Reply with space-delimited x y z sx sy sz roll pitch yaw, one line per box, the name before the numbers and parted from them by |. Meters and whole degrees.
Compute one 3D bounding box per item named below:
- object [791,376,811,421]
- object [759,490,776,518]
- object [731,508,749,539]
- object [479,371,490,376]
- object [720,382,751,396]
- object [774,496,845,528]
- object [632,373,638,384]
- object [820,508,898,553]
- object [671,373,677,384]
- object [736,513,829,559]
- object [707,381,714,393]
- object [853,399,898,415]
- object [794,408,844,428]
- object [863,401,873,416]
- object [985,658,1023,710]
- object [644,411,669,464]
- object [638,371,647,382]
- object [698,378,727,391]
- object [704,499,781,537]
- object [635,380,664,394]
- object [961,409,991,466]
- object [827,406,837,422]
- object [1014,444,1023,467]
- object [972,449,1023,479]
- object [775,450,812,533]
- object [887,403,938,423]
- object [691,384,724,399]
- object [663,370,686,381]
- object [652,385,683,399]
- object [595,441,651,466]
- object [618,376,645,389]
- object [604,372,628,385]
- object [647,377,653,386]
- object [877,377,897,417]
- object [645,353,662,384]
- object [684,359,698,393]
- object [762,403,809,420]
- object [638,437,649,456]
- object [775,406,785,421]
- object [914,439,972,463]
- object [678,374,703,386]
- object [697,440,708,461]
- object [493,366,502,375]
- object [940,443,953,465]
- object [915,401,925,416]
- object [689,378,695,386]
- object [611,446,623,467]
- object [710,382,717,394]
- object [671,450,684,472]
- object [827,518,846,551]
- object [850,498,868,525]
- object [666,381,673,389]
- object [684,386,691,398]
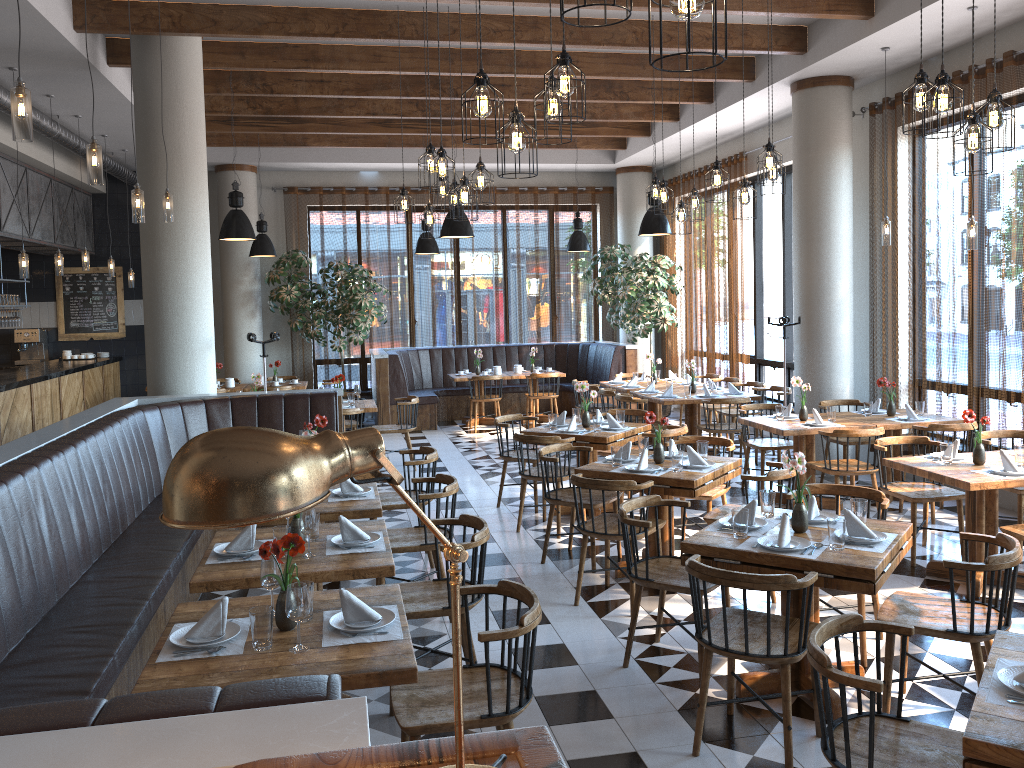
object | 2.557 0.126 7.848 0.146 0.399 0.207 2 5 43
object | 1.299 0.610 4.503 0.080 0.132 0.080 -1 4 4
object | 1.065 0.651 4.131 0.080 0.132 0.080 -1 4 4
object | -0.410 -0.155 13.361 0.176 0.067 0.176 1 6 24
object | 2.533 0.045 10.100 0.272 0.137 0.353 -2 5 -11
object | 1.507 0.610 4.419 0.352 0.137 0.272 2 6 34
object | 1.616 -0.073 11.619 0.080 0.132 0.080 -3 4 -26
object | 1.587 0.643 4.050 0.272 0.137 0.353 2 6 34
object | 2.088 -0.067 11.430 0.080 0.132 0.080 -3 4 -26
object | 1.216 0.660 3.974 0.352 0.137 0.272 2 6 34
object | 2.304 0.034 10.302 0.080 0.132 0.080 -3 4 -26
object | 3.381 0.198 8.258 0.352 0.137 0.272 -2 5 -11
object | 2.619 0.283 7.566 0.352 0.137 0.272 -2 5 -11
object | 3.233 0.225 8.040 0.080 0.132 0.080 -1 4 14
object | 1.505 0.793 2.498 0.272 0.137 0.353 2 6 34
object | 0.975 0.360 6.049 0.171 0.354 0.156 2 5 44
object | 1.763 -0.109 11.930 0.352 0.137 0.272 -2 5 -11
object | 2.422 -0.006 10.662 0.272 0.137 0.353 -2 5 -11
object | 1.136 0.627 4.343 0.272 0.137 0.353 2 6 34
object | 1.633 0.027 10.531 0.272 0.137 0.353 -2 5 -11
object | 2.984 0.340 5.721 0.156 0.354 0.171 -4 4 -32
object | 2.805 0.261 7.773 0.080 0.132 0.080 -3 4 -26
object | 3.231 0.454 5.623 0.080 0.132 0.080 -3 4 -26
object | 3.045 0.477 5.413 0.352 0.137 0.272 -2 5 -11
object | 1.337 0.504 4.197 0.146 0.399 0.207 -1 4 1
object | 3.490 0.245 7.737 0.352 0.137 0.272 -2 5 -11
object | 2.179 0.073 9.897 0.352 0.137 0.272 -2 5 -11
object | 2.175 -0.118 11.912 0.272 0.137 0.353 -2 5 -11
object | 1.744 0.078 9.969 0.272 0.137 0.353 -2 5 -11
object | 0.772 0.463 6.169 0.272 0.137 0.353 2 6 34
object | 1.504 -0.031 11.182 0.272 0.137 0.353 -2 5 -11
object | 1.392 -0.082 11.748 0.272 0.137 0.353 -2 5 -11
object | 1.725 -0.024 11.072 0.080 0.132 0.080 -3 4 -26
object | 3.382 0.113 8.000 0.171 0.354 0.156 -1 3 12
object | 1.844 -0.205 11.535 0.206 0.399 0.146 -2 3 -12
object | 2.075 -0.092 10.282 0.146 0.399 0.207 -2 4 -6
object | 2.509 0.237 8.087 0.352 0.137 0.272 -2 5 -11
object | 0.938 0.446 6.325 0.080 0.132 0.080 -1 4 4
object | 2.381 0.263 7.873 0.080 0.132 0.080 -3 4 -26
object | 2.936 0.430 5.934 0.352 0.137 0.272 -2 5 -11
object | 2.293 -0.064 11.313 0.272 0.137 0.353 -2 5 -11
object | 1.309 0.460 6.085 0.080 0.132 0.080 -2 4 -6
object | -0.226 -0.209 13.564 0.130 0.128 0.130 1 5 33
object | 2.807 0.456 5.722 0.080 0.132 0.080 -3 4 -26
object | 3.656 0.224 7.941 0.080 0.132 0.080 -1 4 14
object | 2.186 -0.007 10.768 0.080 0.132 0.080 -3 4 -26
object | 0.704 0.488 5.953 0.080 0.132 0.080 -2 4 -6
object | 2.304 0.052 10.113 0.080 0.132 0.080 -3 4 -26
object | 1.069 0.500 5.723 0.080 0.132 0.080 -2 4 -6
object | 1.430 0.664 3.902 0.080 0.132 0.080 -1 4 4
object | 1.670 0.623 4.263 0.080 0.132 0.080 -1 4 4
object | 1.852 0.033 10.431 0.080 0.132 0.080 -3 4 -26
object | 1.945 0.090 9.805 0.080 0.132 0.080 -3 4 -26
